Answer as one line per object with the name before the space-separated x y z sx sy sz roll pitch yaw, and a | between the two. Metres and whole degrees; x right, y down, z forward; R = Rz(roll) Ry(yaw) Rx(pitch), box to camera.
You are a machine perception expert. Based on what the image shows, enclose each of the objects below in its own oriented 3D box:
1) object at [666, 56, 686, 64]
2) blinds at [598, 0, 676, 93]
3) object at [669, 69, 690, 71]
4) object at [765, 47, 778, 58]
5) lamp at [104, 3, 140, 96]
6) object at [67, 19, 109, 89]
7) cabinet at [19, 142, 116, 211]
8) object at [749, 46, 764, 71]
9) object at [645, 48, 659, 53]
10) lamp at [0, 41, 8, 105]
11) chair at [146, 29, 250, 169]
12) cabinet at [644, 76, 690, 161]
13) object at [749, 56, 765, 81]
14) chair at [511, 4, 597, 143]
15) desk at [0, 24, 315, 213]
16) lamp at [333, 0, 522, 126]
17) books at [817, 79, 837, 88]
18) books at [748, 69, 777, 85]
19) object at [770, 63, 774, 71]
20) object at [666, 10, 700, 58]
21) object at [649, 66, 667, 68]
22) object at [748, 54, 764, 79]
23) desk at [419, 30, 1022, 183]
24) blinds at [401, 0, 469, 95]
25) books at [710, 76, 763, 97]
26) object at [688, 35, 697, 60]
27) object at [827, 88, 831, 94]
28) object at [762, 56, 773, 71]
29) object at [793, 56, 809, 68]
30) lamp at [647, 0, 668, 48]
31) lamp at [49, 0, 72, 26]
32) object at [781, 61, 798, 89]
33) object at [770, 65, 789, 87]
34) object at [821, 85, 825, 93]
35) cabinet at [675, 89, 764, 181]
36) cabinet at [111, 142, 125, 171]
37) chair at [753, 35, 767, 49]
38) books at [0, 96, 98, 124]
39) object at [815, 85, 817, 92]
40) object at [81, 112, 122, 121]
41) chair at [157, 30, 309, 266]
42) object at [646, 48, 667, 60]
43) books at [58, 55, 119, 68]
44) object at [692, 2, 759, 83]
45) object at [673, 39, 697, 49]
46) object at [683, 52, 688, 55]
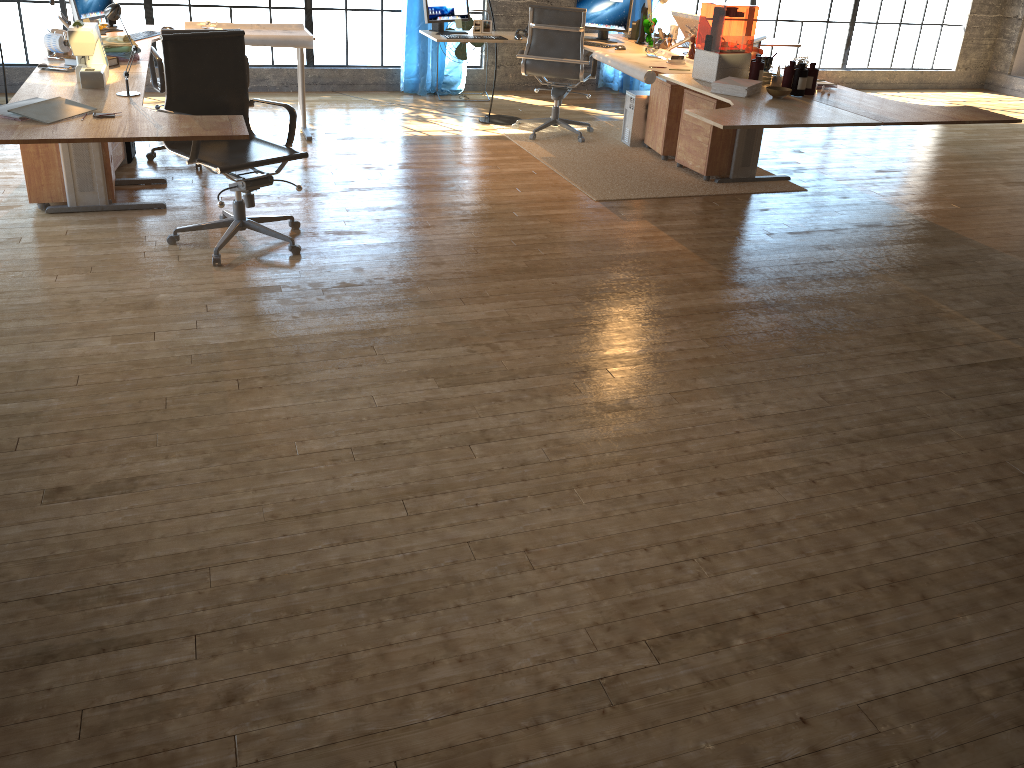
object | 1.146 -2.265 6.157 0.130 0.054 0.050 -6 28 -19
blinds | 1.353 -3.987 8.765 0.859 2.332 0.270 -2 25 -11
object | 1.116 -2.091 5.875 0.147 0.007 0.008 -2 27 -10
object | 1.639 -2.071 5.585 0.076 0.098 0.157 7 27 8
lamp | -1.785 -1.535 4.061 0.106 0.394 0.213 -12 29 -31
object | -2.076 -1.628 4.330 0.137 0.274 0.417 -5 28 -19
cabinet | -2.450 -1.296 4.882 0.428 0.551 0.440 -7 28 -21
object | 1.595 -2.135 5.843 0.130 0.170 0.205 5 26 3
object | 1.063 -2.507 6.638 0.109 0.022 0.143 3 28 -1
lamp | -5.044 -3.480 7.292 6.328 1.865 0.394 22 30 31
chair | -2.101 -1.915 5.799 0.659 0.828 0.704 -13 30 -31
cabinet | 1.312 -2.011 6.686 0.473 0.551 0.441 -2 26 -12
object | 1.485 -1.894 5.358 0.079 0.180 0.082 2 25 -3
chair | 0.340 -2.496 7.030 0.655 0.979 0.708 9 26 12
desk | -1.827 -1.490 5.156 1.639 0.713 3.633 -6 29 -17
lamp | -1.371 -3.488 7.747 6.293 1.866 0.396 16 27 23
books | 1.854 -1.928 5.616 0.307 0.043 0.329 -4 29 -14
books | 1.596 -1.962 5.624 0.178 0.067 0.238 -2 28 -11
object | 1.654 -2.015 5.609 0.017 0.048 0.026 -1 25 -10
object | 1.356 -2.606 6.576 0.288 0.289 0.407 -10 30 -26
object | 0.979 -2.121 5.913 0.125 0.009 0.012 0 27 -7
object | 1.508 -1.940 5.448 0.079 0.180 0.082 -2 25 -12
desk | 1.344 -1.866 6.246 3.268 0.713 3.592 -6 29 -18
blinds | -0.684 -3.807 8.056 0.670 2.215 0.266 -8 27 -24
books | 1.322 -1.751 5.196 0.224 0.056 0.317 18 31 26
object | 1.319 -2.417 6.340 0.094 0.171 0.233 7 27 6
object | 1.918 -1.771 5.335 0.017 0.036 0.017 14 27 22
object | 1.614 -2.033 5.605 0.078 0.079 0.079 -18 33 -37
object | 1.720 -1.862 5.304 0.099 0.206 0.098 -6 27 -21
lamp | 1.121 -2.829 6.855 0.105 0.394 0.215 0 25 -9
lamp | -2.811 -2.382 5.539 0.107 0.394 0.212 20 30 32
object | 1.653 -1.826 5.250 0.079 0.180 0.082 2 25 -3
object | 1.672 -1.918 5.489 0.134 0.124 0.040 -8 27 -23
object | 1.899 -1.799 5.378 0.026 0.042 0.026 15 27 22
cabinet | 1.462 -1.762 6.233 0.428 0.551 0.441 -7 28 -21
cabinet | -2.601 -1.544 5.335 0.472 0.551 0.441 -2 26 -12
chair | 1.678 -2.387 7.144 0.691 0.828 0.671 16 28 23
books | -1.975 -1.151 3.688 0.318 0.043 0.318 10 28 12
object | 1.851 -1.805 5.388 0.019 0.039 0.020 13 26 18
object | -1.720 -1.125 3.703 0.142 0.012 0.132 -5 29 -16
chair | -1.337 -1.182 4.346 0.696 0.979 0.666 23 31 34
object | 1.046 -2.381 6.356 0.162 0.062 0.055 23 32 32
books | -2.303 -1.746 4.763 0.292 0.052 0.268 13 29 18
object | 1.325 -2.123 5.490 0.272 0.442 0.229 -11 29 -28
object | 1.425 -2.776 7.203 0.187 0.011 0.509 5 28 3
object | 1.342 -2.503 6.663 0.097 0.023 0.111 0 28 -6
